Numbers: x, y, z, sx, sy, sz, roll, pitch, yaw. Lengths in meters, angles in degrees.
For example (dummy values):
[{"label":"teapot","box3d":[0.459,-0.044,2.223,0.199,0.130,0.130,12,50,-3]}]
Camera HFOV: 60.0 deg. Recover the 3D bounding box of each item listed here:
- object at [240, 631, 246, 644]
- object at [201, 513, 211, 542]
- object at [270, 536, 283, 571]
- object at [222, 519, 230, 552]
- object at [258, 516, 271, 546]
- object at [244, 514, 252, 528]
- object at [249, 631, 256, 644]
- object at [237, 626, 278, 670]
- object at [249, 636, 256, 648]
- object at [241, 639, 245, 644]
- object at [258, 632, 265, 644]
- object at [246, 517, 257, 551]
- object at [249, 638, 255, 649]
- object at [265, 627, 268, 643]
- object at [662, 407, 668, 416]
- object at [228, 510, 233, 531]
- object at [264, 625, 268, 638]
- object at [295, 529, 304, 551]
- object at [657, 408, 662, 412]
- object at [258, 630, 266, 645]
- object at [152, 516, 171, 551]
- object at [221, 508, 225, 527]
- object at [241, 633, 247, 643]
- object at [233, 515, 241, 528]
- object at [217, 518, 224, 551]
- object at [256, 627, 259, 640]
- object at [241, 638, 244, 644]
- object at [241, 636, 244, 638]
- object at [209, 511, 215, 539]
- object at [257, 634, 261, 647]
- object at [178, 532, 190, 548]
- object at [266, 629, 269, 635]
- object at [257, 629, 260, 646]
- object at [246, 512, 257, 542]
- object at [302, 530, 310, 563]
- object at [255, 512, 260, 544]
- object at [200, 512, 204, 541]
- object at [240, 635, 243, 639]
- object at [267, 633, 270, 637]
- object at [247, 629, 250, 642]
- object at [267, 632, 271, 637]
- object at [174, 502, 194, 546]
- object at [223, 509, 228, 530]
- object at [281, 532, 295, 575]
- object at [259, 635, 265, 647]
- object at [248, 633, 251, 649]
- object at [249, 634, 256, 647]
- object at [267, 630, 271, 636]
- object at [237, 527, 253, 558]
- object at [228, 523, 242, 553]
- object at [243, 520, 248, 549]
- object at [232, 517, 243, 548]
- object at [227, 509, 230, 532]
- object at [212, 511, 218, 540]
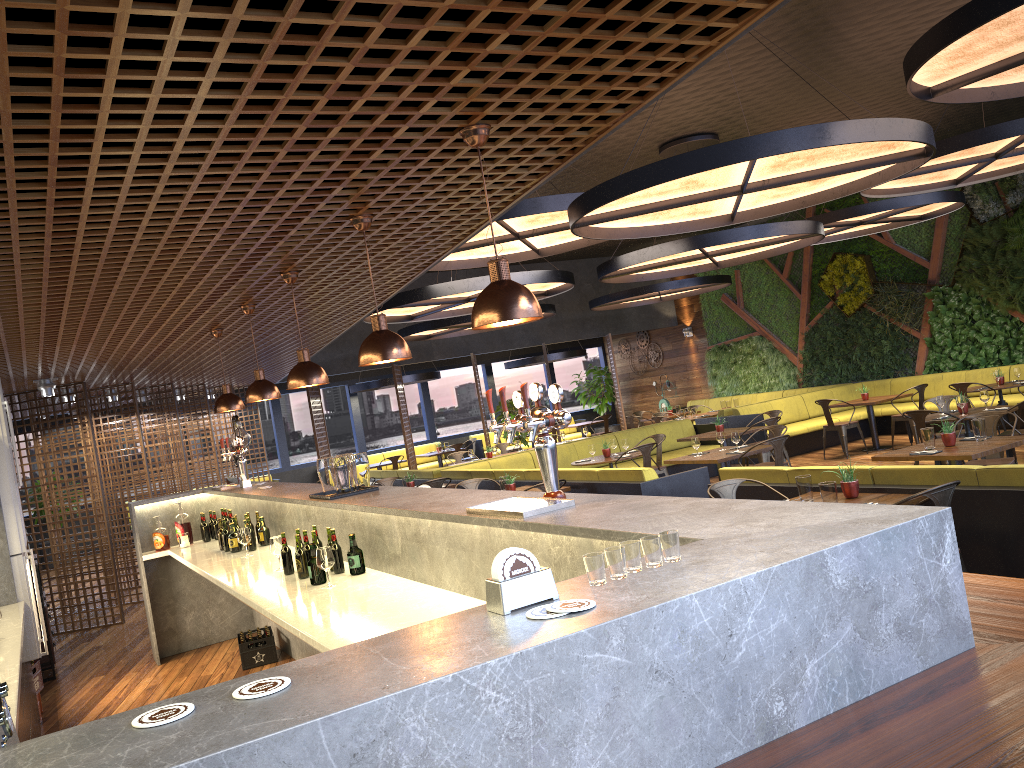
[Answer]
[{"label":"object","box3d":[-2.214,2.140,7.304,0.056,0.205,0.056,-10,-1,44]},{"label":"object","box3d":[-2.712,1.269,7.839,0.063,0.254,0.063,-9,-1,-42]},{"label":"object","box3d":[-1.466,1.061,5.565,0.097,0.206,0.097,-10,-1,21]},{"label":"object","box3d":[-2.231,1.179,6.916,0.063,0.254,0.063,-10,-1,24]},{"label":"object","box3d":[-1.931,1.143,6.895,0.088,0.224,0.088,-9,-1,-34]},{"label":"object","box3d":[-2.090,1.156,7.023,0.063,0.254,0.063,-9,-1,-26]},{"label":"object","box3d":[-2.129,2.126,7.263,0.057,0.205,0.056,-10,0,-7]},{"label":"object","box3d":[-2.064,2.134,7.183,0.277,0.206,0.416,-9,-1,-19]},{"label":"object","box3d":[-2.069,2.114,7.077,0.056,0.205,0.057,-10,-1,43]},{"label":"object","box3d":[-2.107,2.120,6.995,0.056,0.205,0.056,-9,-1,-16]},{"label":"object","box3d":[-2.024,2.107,7.160,0.056,0.205,0.056,-10,-1,9]},{"label":"object","box3d":[-1.982,1.135,6.706,0.063,0.254,0.063,-9,-1,-41]},{"label":"object","box3d":[-2.051,2.110,7.014,0.057,0.205,0.056,-9,-1,-17]},{"label":"object","box3d":[-2.010,2.106,7.308,0.057,0.205,0.056,-10,-1,33]},{"label":"object","box3d":[3.230,0.577,18.679,0.102,0.178,0.102,-10,0,7]},{"label":"object","box3d":[-2.434,1.222,7.717,0.063,0.254,0.063,-10,-1,33]},{"label":"object","box3d":[-2.027,2.110,7.368,0.057,0.205,0.056,-9,-1,-22]},{"label":"object","box3d":[-1.281,1.004,5.375,0.063,0.254,0.063,-10,-1,33]},{"label":"object","box3d":[3.090,0.599,18.513,0.102,0.178,0.102,-9,-1,-43]},{"label":"object","box3d":[-2.040,2.110,7.230,0.056,0.205,0.056,-10,-1,19]},{"label":"object","box3d":[-3.089,1.308,7.791,0.133,0.301,0.133,-9,-1,-23]},{"label":"object","box3d":[-2.619,1.256,8.069,0.063,0.254,0.063,-10,-1,33]},{"label":"object","box3d":[-2.189,2.136,7.244,0.056,0.205,0.056,-9,-1,-31]},{"label":"object","box3d":[-2.203,1.176,7.114,0.063,0.254,0.063,-10,-1,33]},{"label":"object","box3d":[-2.308,1.193,7.046,0.063,0.254,0.063,-10,-1,13]},{"label":"object","box3d":[-2.090,2.120,7.349,0.056,0.205,0.056,-9,-1,-16]},{"label":"object","box3d":[-2.132,2.124,7.056,0.056,0.205,0.056,-10,-1,24]},{"label":"object","box3d":[-2.150,2.128,7.116,0.056,0.205,0.056,-10,-1,9]},{"label":"object","box3d":[-2.710,1.271,8.021,0.063,0.254,0.063,-10,-1,13]},{"label":"object","box3d":[-2.008,2.104,7.100,0.056,0.205,0.056,-10,-1,44]},{"label":"object","box3d":[-2.851,1.358,7.711,0.088,0.123,0.088,-9,-1,-23]},{"label":"object","box3d":[-1.983,2.101,7.243,0.056,0.205,0.057,-10,-1,43]},{"label":"object","box3d":[-2.066,2.115,7.287,0.056,0.205,0.056,-9,-1,-36]},{"label":"object","box3d":[-2.110,1.161,7.146,0.063,0.254,0.063,-9,-1,-32]},{"label":"object","box3d":[-1.205,0.990,5.238,0.063,0.254,0.063,-9,-1,-37]},{"label":"object","box3d":[-2.013,1.143,7.067,0.063,0.254,0.063,-10,-1,33]},{"label":"object","box3d":[-2.765,1.280,7.956,0.063,0.254,0.063,-9,-1,-37]},{"label":"object","box3d":[-2.174,2.132,7.179,0.056,0.205,0.056,-10,-1,34]},{"label":"object","box3d":[-1.921,2.089,7.058,0.056,0.205,0.057,-10,-1,43]},{"label":"object","box3d":[-2.157,2.131,7.326,0.057,0.205,0.056,-10,-1,18]},{"label":"object","box3d":[-1.940,2.093,7.121,0.056,0.205,0.057,-10,-1,18]},{"label":"object","box3d":[-2.913,1.236,7.852,0.133,0.385,0.133,-10,-1,11]},{"label":"object","box3d":[-2.550,1.242,7.941,0.063,0.254,0.063,-10,-1,33]},{"label":"object","box3d":[-1.357,1.017,5.325,0.063,0.254,0.063,-9,-1,-32]},{"label":"object","box3d":[-1.980,2.098,7.039,0.056,0.205,0.056,-9,-1,-21]},{"label":"object","box3d":[-2.116,2.123,7.202,0.057,0.205,0.056,-10,-1,33]},{"label":"object","box3d":[-2.087,2.118,7.137,0.056,0.205,0.057,-10,-1,23]},{"label":"object","box3d":[-1.959,2.096,7.183,0.056,0.205,0.057,-10,0,-7]},{"label":"object","box3d":[-1.942,1.150,6.447,0.097,0.206,0.097,-10,0,3]},{"label":"object","box3d":[-2.132,1.176,6.797,0.088,0.224,0.088,-10,-1,16]},{"label":"object","box3d":[-2.043,1.162,6.865,0.088,0.224,0.088,-10,0,1]},{"label":"object","box3d":[-2.168,1.169,6.970,0.063,0.254,0.063,-10,0,-1]},{"label":"object","box3d":[-2.481,1.230,7.826,0.063,0.254,0.063,-10,0,-1]},{"label":"object","box3d":[-2.627,1.255,7.874,0.063,0.254,0.063,-9,-1,-37]}]
